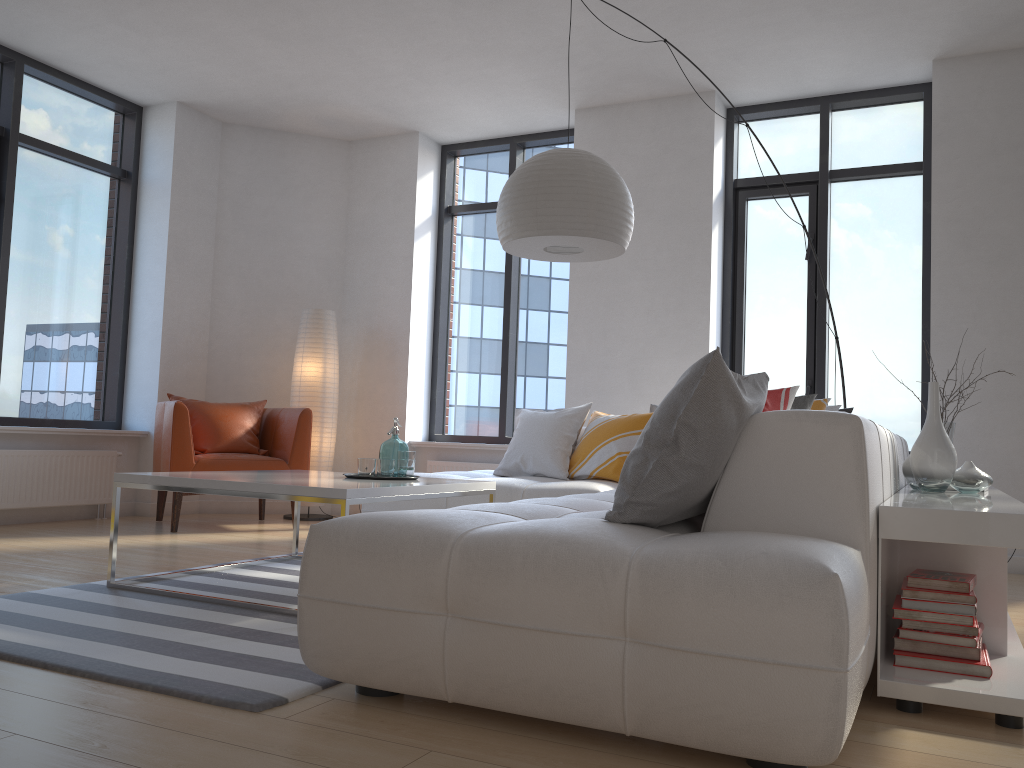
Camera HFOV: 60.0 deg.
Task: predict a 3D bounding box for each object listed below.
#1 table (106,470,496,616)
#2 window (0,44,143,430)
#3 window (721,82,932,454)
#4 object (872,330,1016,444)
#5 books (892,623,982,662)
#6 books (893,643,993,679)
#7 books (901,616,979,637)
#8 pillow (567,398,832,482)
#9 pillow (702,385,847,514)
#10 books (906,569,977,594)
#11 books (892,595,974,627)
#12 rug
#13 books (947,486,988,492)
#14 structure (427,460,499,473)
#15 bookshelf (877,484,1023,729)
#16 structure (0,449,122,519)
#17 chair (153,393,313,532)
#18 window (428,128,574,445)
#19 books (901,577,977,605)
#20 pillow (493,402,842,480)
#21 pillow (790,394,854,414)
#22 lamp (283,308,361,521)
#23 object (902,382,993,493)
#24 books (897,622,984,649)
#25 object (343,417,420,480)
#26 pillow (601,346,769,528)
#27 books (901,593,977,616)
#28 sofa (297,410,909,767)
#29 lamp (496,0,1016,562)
[{"bbox_3d":[-0.806,0.601,3.635,1.091,0.435,1.091,0,-4,26],"label":"table"},{"bbox_3d":[-3.288,-0.936,5.674,0.170,2.402,1.960,0,-4,26],"label":"window"},{"bbox_3d":[2.073,-0.716,5.897,1.310,2.402,0.170,0,-4,26],"label":"window"},{"bbox_3d":[2.022,0.090,4.029,0.406,0.744,0.607,4,-4,-24],"label":"object"},{"bbox_3d":[1.158,0.696,2.408,0.206,0.034,0.259,0,-4,29],"label":"books"},{"bbox_3d":[1.157,0.728,2.388,0.227,0.032,0.301,0,-4,26],"label":"books"},{"bbox_3d":[1.162,0.641,2.412,0.182,0.025,0.257,0,-4,26],"label":"books"},{"bbox_3d":[0.704,0.300,4.133,0.630,0.440,2.095,3,-4,-17],"label":"pillow"},{"bbox_3d":[0.963,0.273,3.421,0.575,0.449,2.250,1,-4,23],"label":"pillow"},{"bbox_3d":[1.174,0.537,2.420,0.152,0.029,0.206,0,-4,32],"label":"books"},{"bbox_3d":[1.146,0.615,2.417,0.191,0.028,0.261,0,-4,26],"label":"books"},{"bbox_3d":[-0.806,0.805,3.357,1.662,0.016,2.326,0,-4,26],"label":"rug"},{"bbox_3d":[1.773,0.411,3.573,0.245,0.026,0.300,0,-4,31],"label":"books"},{"bbox_3d":[-0.173,0.812,6.490,1.015,0.460,0.110,0,-4,26],"label":"structure"},{"bbox_3d":[1.621,0.648,3.258,0.356,0.500,2.600,0,-4,26],"label":"bookshelf"},{"bbox_3d":[-3.037,0.634,5.455,0.110,0.460,1.474,0,-4,26],"label":"structure"},{"bbox_3d":[-1.899,0.506,5.896,0.896,0.858,0.843,5,-4,-32],"label":"chair"},{"bbox_3d":[0.003,-0.729,6.902,1.310,2.402,0.170,0,-4,26],"label":"window"},{"bbox_3d":[1.161,0.562,2.416,0.178,0.025,0.254,0,-4,25],"label":"books"},{"bbox_3d":[0.565,0.295,4.421,0.580,0.456,2.156,5,-5,-38],"label":"pillow"},{"bbox_3d":[1.099,0.272,3.720,0.608,0.436,2.120,1,-4,22],"label":"pillow"},{"bbox_3d":[-1.246,0.232,6.597,0.804,1.550,0.502,3,-4,-14],"label":"lamp"},{"bbox_3d":[1.571,0.198,3.283,0.316,0.398,0.319,5,-5,-40],"label":"object"},{"bbox_3d":[1.163,0.666,2.398,0.187,0.026,0.266,0,-4,31],"label":"books"},{"bbox_3d":[-0.552,0.271,3.800,0.330,0.265,0.330,5,-5,-40],"label":"object"},{"bbox_3d":[0.624,0.234,3.482,0.647,0.453,2.953,1,-4,14],"label":"pillow"},{"bbox_3d":[1.164,0.588,2.414,0.179,0.028,0.269,0,-4,27],"label":"books"},{"bbox_3d":[0.177,0.505,3.682,2.614,0.732,3.424,0,-4,26],"label":"sofa"},{"bbox_3d":[1.338,-0.357,4.506,3.199,2.647,0.710,4,-4,-28],"label":"lamp"}]
